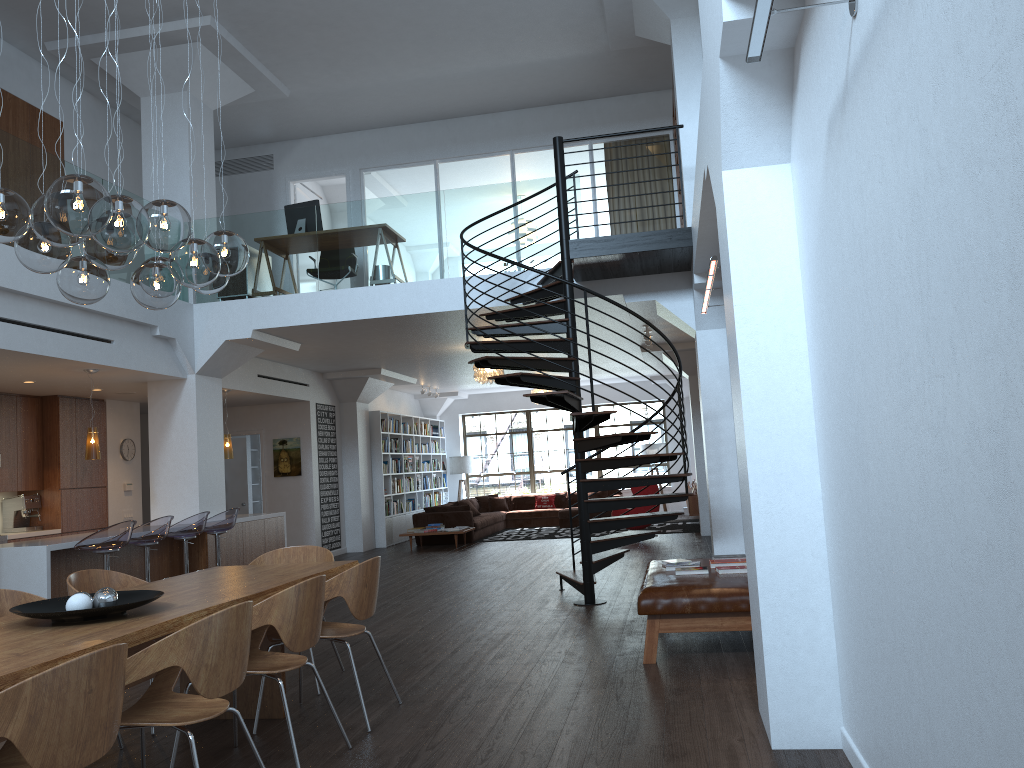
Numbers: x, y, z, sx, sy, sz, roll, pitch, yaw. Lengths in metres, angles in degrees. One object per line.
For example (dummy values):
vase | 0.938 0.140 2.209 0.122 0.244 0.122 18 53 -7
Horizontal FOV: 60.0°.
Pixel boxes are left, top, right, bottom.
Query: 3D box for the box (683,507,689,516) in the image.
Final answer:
box | 3.827 2.748 19.185 0.228 0.165 0.368 -5 -5 10

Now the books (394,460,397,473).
books | -2.256 1.549 16.598 0.182 0.253 0.034 -5 -5 10

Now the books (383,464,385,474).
books | -2.350 1.526 15.882 0.128 0.178 0.022 -5 -5 10

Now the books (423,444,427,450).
books | -1.872 1.372 18.741 0.127 0.200 0.020 -5 -5 10

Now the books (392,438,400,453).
books | -2.238 1.178 16.875 0.198 0.284 0.049 -5 -5 10

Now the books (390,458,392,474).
books | -2.309 1.505 16.253 0.197 0.283 0.065 -5 -5 10

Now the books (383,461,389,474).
books | -2.315 1.519 16.115 0.140 0.231 0.042 -5 -5 10

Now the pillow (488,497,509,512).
pillow | -0.311 2.568 18.916 0.489 0.337 0.238 -2 -6 -20

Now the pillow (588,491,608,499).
pillow | 1.746 2.388 18.574 0.542 0.362 0.248 -7 -6 31

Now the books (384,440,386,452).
books | -2.369 1.128 15.987 0.172 0.235 0.112 -5 -5 10

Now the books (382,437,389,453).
books | -2.337 1.114 16.146 0.176 0.290 0.053 -5 -5 10

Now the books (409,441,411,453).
books | -2.097 1.250 17.500 0.174 0.239 0.045 -5 -5 10

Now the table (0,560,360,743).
table | -1.762 1.354 3.708 1.012 0.750 3.803 -5 -5 10

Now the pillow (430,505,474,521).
pillow | -1.056 2.339 15.791 0.750 0.364 0.289 -4 -5 9

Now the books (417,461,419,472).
books | -1.976 1.675 17.961 0.161 0.223 0.030 -5 -5 10

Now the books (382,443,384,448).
books | -2.394 1.144 15.847 0.161 0.182 0.170 -5 -5 10

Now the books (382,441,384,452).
books | -2.386 1.133 15.927 0.161 0.218 0.101 -5 -5 10

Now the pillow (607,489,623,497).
pillow | 1.973 2.303 18.707 0.651 0.587 0.335 -3 -5 -11

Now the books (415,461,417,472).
books | -2.002 1.666 17.853 0.161 0.223 0.030 -5 -5 10

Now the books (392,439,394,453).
books | -2.299 1.160 16.501 0.180 0.259 0.042 -5 -5 10

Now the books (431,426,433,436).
books | -1.805 1.025 19.212 0.161 0.223 0.032 -5 -5 10

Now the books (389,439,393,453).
books | -2.308 1.155 16.415 0.183 0.253 0.042 -5 -5 10

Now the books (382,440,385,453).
books | -2.377 1.128 15.956 0.152 0.232 0.104 -5 -5 10

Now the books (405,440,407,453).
books | -2.141 1.223 17.257 0.182 0.253 0.034 -5 -5 10

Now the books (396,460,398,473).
books | -2.227 1.550 16.628 0.182 0.253 0.034 -5 -5 10

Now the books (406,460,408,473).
books | -2.125 1.600 17.240 0.183 0.253 0.042 -5 -5 10

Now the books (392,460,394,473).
books | -2.273 1.537 16.384 0.174 0.239 0.045 -5 -5 10

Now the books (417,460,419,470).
books | -1.985 1.666 17.998 0.183 0.253 0.039 -5 -5 10

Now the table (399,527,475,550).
table | -1.247 2.621 15.003 1.100 0.271 0.853 -5 -5 10

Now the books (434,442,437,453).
books | -1.743 1.399 19.401 0.183 0.253 0.034 -4 -5 10

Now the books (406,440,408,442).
books | -2.119 1.237 17.410 0.159 0.250 0.026 -5 -5 10

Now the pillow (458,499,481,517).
pillow | -0.894 2.467 17.479 0.325 0.391 0.625 -6 -6 26

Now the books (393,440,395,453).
books | -2.279 1.172 16.577 0.171 0.246 0.039 -5 -5 10

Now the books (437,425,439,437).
books | -1.728 1.053 19.717 0.183 0.253 0.042 -5 -5 10

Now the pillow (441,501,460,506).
pillow | -1.048 2.322 16.063 0.269 0.411 0.559 0 -6 -34

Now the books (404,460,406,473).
books | -2.135 1.597 17.127 0.174 0.240 0.054 -5 -5 10

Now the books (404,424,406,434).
books | -2.157 0.883 17.326 0.146 0.202 0.027 -5 -5 10

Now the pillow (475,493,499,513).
pillow | -0.482 2.572 19.046 0.580 0.418 0.334 -2 -6 -17

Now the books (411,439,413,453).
books | -2.084 1.240 17.639 0.197 0.283 0.065 -5 -5 10

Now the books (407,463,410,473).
books | -2.091 1.633 17.354 0.161 0.207 0.135 -4 -5 10

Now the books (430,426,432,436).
books | -1.822 1.021 19.148 0.161 0.223 0.032 -5 -5 10

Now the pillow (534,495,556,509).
pillow | 0.707 2.516 18.877 0.465 0.308 0.220 -4 -5 6

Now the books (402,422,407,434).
books | -2.146 0.876 17.411 0.140 0.231 0.042 -5 -5 10

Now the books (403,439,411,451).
books | -2.091 1.231 17.579 0.176 0.290 0.053 -5 -5 10

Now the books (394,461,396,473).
books | -2.248 1.554 16.499 0.161 0.223 0.027 -5 -5 10

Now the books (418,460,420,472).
books | -1.969 1.673 18.065 0.171 0.246 0.036 -5 -5 10

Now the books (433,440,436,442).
books | -1.747 1.385 19.438 0.176 0.290 0.036 -4 -5 10

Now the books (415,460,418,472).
books | -1.994 1.655 17.893 0.174 0.251 0.051 -5 -5 10

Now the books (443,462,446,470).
books | -1.603 1.847 20.004 0.182 0.215 0.188 -5 -5 10

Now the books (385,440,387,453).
books | -2.358 1.132 16.069 0.174 0.242 0.105 -5 -5 10

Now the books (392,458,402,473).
books | -2.191 1.551 16.863 0.176 0.294 0.102 -5 -5 10

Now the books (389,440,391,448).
books | -2.325 1.157 16.326 0.174 0.236 0.142 -5 -5 11

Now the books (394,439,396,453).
books | -2.269 1.175 16.650 0.183 0.253 0.042 -5 -5 10

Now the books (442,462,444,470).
books | -1.628 1.844 19.916 0.167 0.210 0.162 -5 -5 10

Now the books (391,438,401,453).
books | -2.212 1.178 16.923 0.176 0.291 0.053 -5 -5 10

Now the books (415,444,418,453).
books | -1.988 1.322 18.076 0.139 0.191 0.036 -5 -5 10

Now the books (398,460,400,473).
books | -2.207 1.565 16.726 0.174 0.239 0.045 -5 -5 10

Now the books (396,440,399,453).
books | -2.239 1.190 16.757 0.174 0.240 0.054 -5 -5 10
